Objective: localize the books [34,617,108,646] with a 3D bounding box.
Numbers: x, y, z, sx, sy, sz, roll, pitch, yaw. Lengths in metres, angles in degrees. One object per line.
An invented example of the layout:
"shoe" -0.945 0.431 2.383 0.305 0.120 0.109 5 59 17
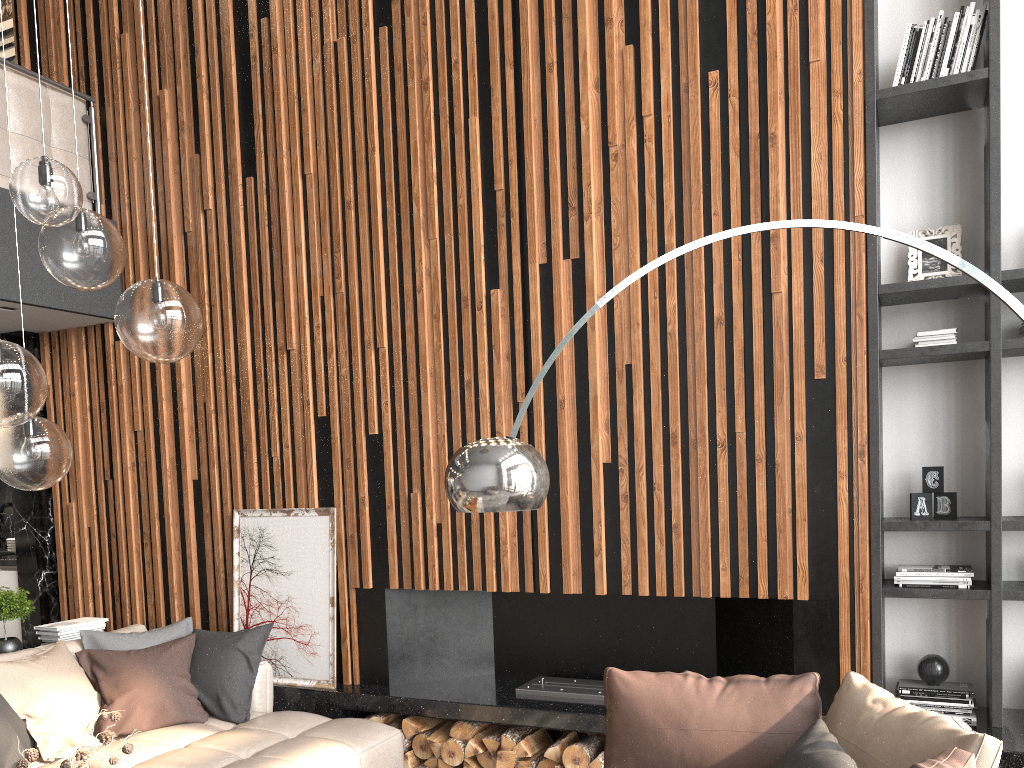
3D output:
"books" -2.511 1.437 5.004 0.200 0.151 0.332 -3 -4 26

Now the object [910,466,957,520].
"object" 1.871 0.484 3.889 0.188 0.236 0.059 -2 3 23

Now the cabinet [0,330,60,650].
"cabinet" -5.511 0.751 5.535 6.212 3.262 3.613 -4 -2 25

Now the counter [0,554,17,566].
"counter" -4.728 1.353 6.861 3.462 0.040 0.610 -5 -6 25

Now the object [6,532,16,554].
"object" -3.517 1.144 6.394 0.305 0.196 0.300 -4 -4 28

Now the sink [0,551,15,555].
"sink" -4.206 1.184 6.623 1.114 0.550 0.496 -4 -2 25

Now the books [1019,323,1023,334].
"books" 2.291 -0.253 3.621 0.323 0.129 0.219 -4 -4 25

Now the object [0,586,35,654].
"object" -2.714 1.282 4.677 0.309 0.410 0.271 -2 1 -15

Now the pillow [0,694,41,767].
"pillow" -2.627 1.449 3.298 0.543 0.499 1.941 -3 -5 24

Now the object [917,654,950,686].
"object" 1.892 1.285 3.930 0.134 0.133 0.135 -2 -1 5

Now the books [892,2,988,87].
"books" 1.820 -1.404 3.739 0.368 0.301 0.184 -3 0 25

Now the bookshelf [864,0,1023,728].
"bookshelf" 2.241 -1.223 3.581 1.460 5.345 0.335 -1 4 25

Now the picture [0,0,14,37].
"picture" -3.655 -2.773 6.373 0.505 0.413 0.024 -3 3 25

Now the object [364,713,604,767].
"object" 0.996 1.817 4.029 4.045 0.393 0.435 -5 -3 26

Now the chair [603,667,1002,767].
"chair" 0.616 1.397 2.567 1.477 0.903 1.449 1 -4 -38

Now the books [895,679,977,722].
"books" 1.900 1.415 3.941 0.339 0.128 0.219 -4 -4 24

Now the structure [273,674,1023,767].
"structure" -0.010 1.858 4.689 6.541 0.461 0.666 -5 -4 25

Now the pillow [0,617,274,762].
"pillow" -1.944 1.554 4.507 1.380 0.550 0.764 1 -4 -34

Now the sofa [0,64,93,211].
"sofa" -4.053 -1.385 4.884 2.290 0.784 2.277 -4 -5 25

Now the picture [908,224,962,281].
"picture" 1.865 -0.560 3.863 0.216 0.273 0.113 -2 2 26

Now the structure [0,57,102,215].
"structure" -4.931 -1.409 4.186 3.381 0.742 4.223 -5 -6 25

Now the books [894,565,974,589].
"books" 1.870 0.853 3.886 0.323 0.078 0.219 -5 -5 25

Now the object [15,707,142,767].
"object" -1.294 1.268 2.602 0.317 0.605 0.542 -2 -1 -4

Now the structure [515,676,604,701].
"structure" 0.403 1.603 4.549 0.712 0.103 0.299 -5 -6 25

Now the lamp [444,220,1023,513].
"lamp" 0.825 0.683 2.662 2.032 2.349 0.317 -2 3 2

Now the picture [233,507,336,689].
"picture" -1.298 1.207 4.977 0.730 1.004 0.100 -2 3 25

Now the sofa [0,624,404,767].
"sofa" -2.024 1.623 3.445 1.879 0.820 3.245 -4 -6 25

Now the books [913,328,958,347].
"books" 1.855 -0.186 3.839 0.175 0.072 0.327 -4 -6 24

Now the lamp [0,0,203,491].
"lamp" -1.483 -2.210 2.252 1.232 5.025 1.220 -1 3 22

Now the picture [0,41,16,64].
"picture" -3.570 -2.172 6.375 0.646 0.647 0.024 -3 3 25
